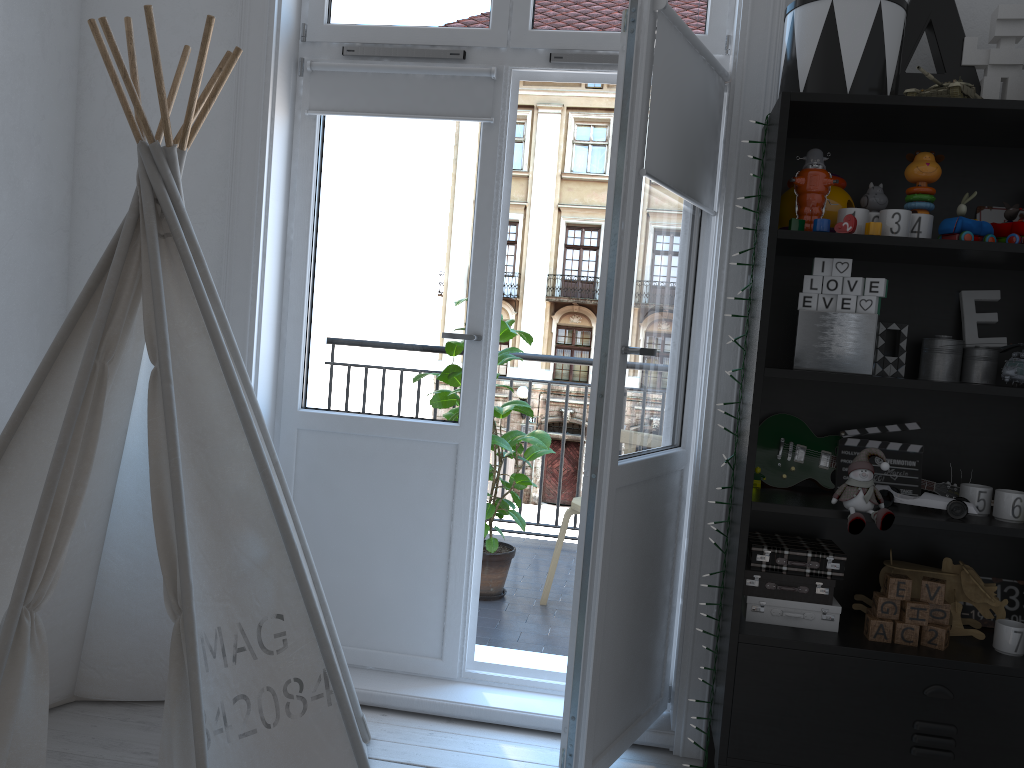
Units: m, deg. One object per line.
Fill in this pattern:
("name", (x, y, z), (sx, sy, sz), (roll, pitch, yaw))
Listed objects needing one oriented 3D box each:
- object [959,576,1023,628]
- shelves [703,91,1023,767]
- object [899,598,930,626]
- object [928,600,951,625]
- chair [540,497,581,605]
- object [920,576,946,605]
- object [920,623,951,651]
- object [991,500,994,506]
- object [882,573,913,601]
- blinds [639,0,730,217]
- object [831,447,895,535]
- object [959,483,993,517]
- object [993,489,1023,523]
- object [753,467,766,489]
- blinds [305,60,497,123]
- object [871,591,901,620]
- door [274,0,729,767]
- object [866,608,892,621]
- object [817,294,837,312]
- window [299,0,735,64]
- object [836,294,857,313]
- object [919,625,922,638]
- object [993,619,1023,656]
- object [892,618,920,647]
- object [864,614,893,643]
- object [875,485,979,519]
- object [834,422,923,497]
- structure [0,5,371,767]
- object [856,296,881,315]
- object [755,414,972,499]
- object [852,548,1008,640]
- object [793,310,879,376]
("object", (1.178, 0.546, 2.228), (0.347, 0.120, 0.034), (5, 3, 8))
("shelves", (0.998, 0.227, 2.086), (0.911, 1.678, 0.353), (5, 3, 8))
("object", (0.925, 0.523, 2.040), (0.050, 0.050, 0.050), (5, 3, 8))
("object", (0.982, 0.526, 2.059), (0.050, 0.050, 0.050), (5, 3, 8))
("chair", (0.437, 0.562, 3.587), (0.498, 0.716, 0.436), (2, 4, -37))
("object", (0.971, 0.476, 2.045), (0.050, 0.050, 0.050), (6, 4, 28))
("object", (0.972, 0.577, 2.035), (0.050, 0.050, 0.050), (7, 4, 38))
("object", (1.195, 0.290, 2.157), (0.163, 0.034, 0.069), (5, 3, 8))
("object", (0.893, 0.470, 2.055), (0.050, 0.050, 0.050), (5, 3, 8))
("blinds", (0.441, -0.653, 2.184), (0.032, 0.391, 0.565), (6, 4, 28))
("object", (0.777, 0.234, 1.948), (0.110, 0.186, 0.129), (4, 3, -5))
("object", (1.077, 0.269, 2.062), (0.067, 0.067, 0.067), (6, 3, 22))
("object", (1.129, 0.276, 2.007), (0.067, 0.067, 0.067), (6, 3, 22))
("object", (0.605, 0.232, 2.192), (0.042, 0.054, 0.031), (6, 3, 18))
("blinds", (-0.327, -0.851, 2.577), (0.565, 0.158, 0.032), (5, 3, 8))
("object", (0.872, 0.517, 2.068), (0.050, 0.050, 0.050), (5, 3, 8))
("door", (-0.132, -0.016, 2.356), (1.263, 1.839, 0.636), (5, 3, 10))
("object", (0.871, 0.565, 2.106), (0.050, 0.050, 0.050), (5, 3, 8))
("object", (0.720, -0.184, 2.030), (0.040, 0.040, 0.040), (5, 3, 13))
("window", (0.013, -1.268, 2.526), (1.263, 0.660, 0.101), (5, 3, 8))
("object", (0.757, -0.180, 2.005), (0.040, 0.040, 0.040), (6, 3, 23))
("object", (0.988, 0.575, 2.092), (0.050, 0.050, 0.050), (5, 3, 8))
("object", (1.142, 0.581, 2.031), (0.067, 0.067, 0.067), (6, 3, 22))
("object", (0.906, 0.571, 2.045), (0.050, 0.050, 0.050), (5, 3, 13))
("object", (0.848, 0.566, 2.054), (0.050, 0.050, 0.050), (5, 3, 8))
("object", (0.946, 0.270, 2.042), (0.230, 0.048, 0.098), (6, 4, 33))
("object", (0.910, 0.185, 2.195), (0.200, 0.199, 0.048), (5, 3, 8))
("structure", (-0.794, 0.065, 1.922), (1.143, 1.750, 1.142), (4, 3, -16))
("object", (0.799, -0.176, 1.987), (0.040, 0.040, 0.040), (7, 4, 38))
("object", (0.871, 0.212, 2.229), (0.542, 0.239, 0.093), (5, 3, 9))
("object", (1.017, 0.508, 2.160), (0.337, 0.186, 0.111), (6, 3, 23))
("object", (0.750, -0.095, 2.050), (0.170, 0.138, 0.124), (6, 3, 23))
